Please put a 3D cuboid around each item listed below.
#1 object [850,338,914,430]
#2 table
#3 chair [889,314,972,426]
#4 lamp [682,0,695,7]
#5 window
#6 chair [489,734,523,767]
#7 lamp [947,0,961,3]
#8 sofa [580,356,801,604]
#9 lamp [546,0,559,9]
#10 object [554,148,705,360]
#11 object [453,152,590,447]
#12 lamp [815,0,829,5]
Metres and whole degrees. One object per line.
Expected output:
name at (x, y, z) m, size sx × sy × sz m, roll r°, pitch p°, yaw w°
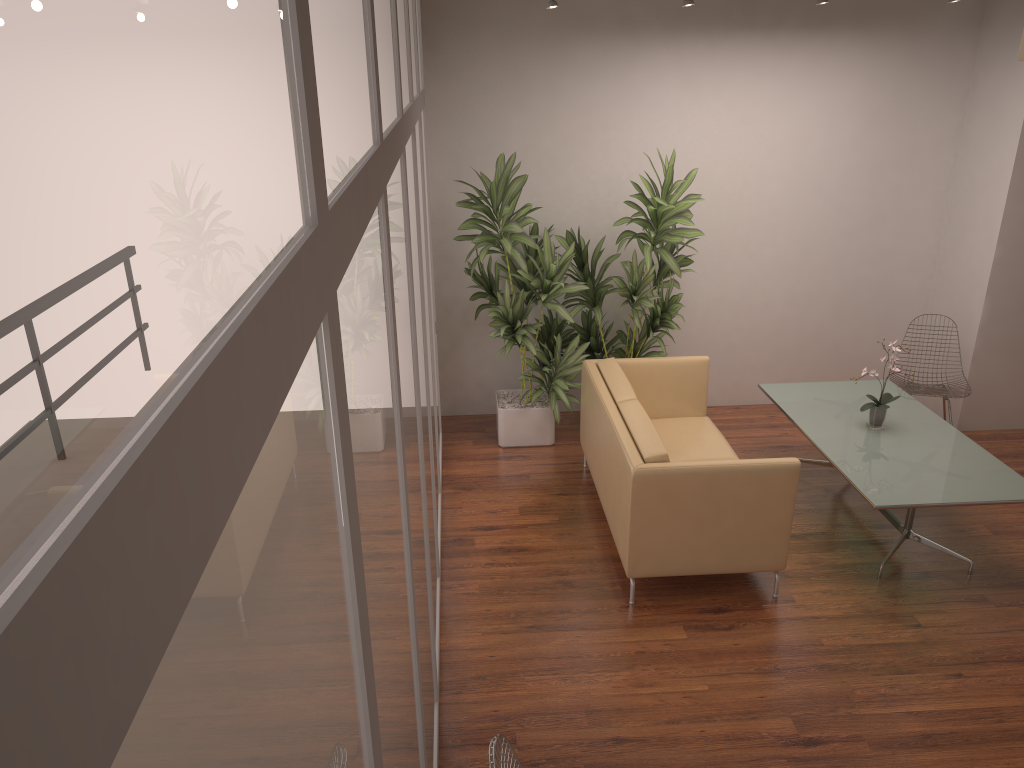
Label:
object at (2.271, -0.016, 5.312) m, size 0.370 × 0.611 × 0.288 m, roll -4°, pitch 24°, yaw -8°
table at (2.256, 0.559, 5.478) m, size 0.939 × 0.580 × 1.808 m, roll -2°, pitch 21°, yaw -3°
chair at (3.040, -0.002, 6.454) m, size 0.543 × 0.934 × 0.541 m, roll 6°, pitch 24°, yaw 15°
lamp at (1.048, -2.500, 5.215) m, size 0.131 × 0.500 × 0.195 m, roll -17°, pitch 29°, yaw -33°
window at (-0.273, 0.248, 2.307) m, size 0.062 × 3.396 × 8.274 m, roll -2°, pitch 21°, yaw -3°
chair at (0.221, 1.453, 2.649) m, size 0.560 × 0.934 × 0.524 m, roll -2°, pitch 23°, yaw -3°
lamp at (2.685, -2.557, 5.293) m, size 0.131 × 0.500 × 0.195 m, roll -17°, pitch 29°, yaw -33°
sofa at (0.976, 0.468, 5.368) m, size 0.878 × 0.868 × 1.741 m, roll -2°, pitch 21°, yaw -3°
lamp at (0.230, -2.472, 5.176) m, size 0.131 × 0.500 × 0.195 m, roll -17°, pitch 29°, yaw -33°
object at (0.809, -0.624, 6.452) m, size 1.080 × 2.182 × 0.932 m, roll 3°, pitch 24°, yaw 9°
object at (0.136, -0.596, 6.407) m, size 0.966 × 2.182 × 1.042 m, roll 5°, pitch 24°, yaw 13°
lamp at (1.866, -2.528, 5.254) m, size 0.131 × 0.500 × 0.195 m, roll -17°, pitch 29°, yaw -33°
